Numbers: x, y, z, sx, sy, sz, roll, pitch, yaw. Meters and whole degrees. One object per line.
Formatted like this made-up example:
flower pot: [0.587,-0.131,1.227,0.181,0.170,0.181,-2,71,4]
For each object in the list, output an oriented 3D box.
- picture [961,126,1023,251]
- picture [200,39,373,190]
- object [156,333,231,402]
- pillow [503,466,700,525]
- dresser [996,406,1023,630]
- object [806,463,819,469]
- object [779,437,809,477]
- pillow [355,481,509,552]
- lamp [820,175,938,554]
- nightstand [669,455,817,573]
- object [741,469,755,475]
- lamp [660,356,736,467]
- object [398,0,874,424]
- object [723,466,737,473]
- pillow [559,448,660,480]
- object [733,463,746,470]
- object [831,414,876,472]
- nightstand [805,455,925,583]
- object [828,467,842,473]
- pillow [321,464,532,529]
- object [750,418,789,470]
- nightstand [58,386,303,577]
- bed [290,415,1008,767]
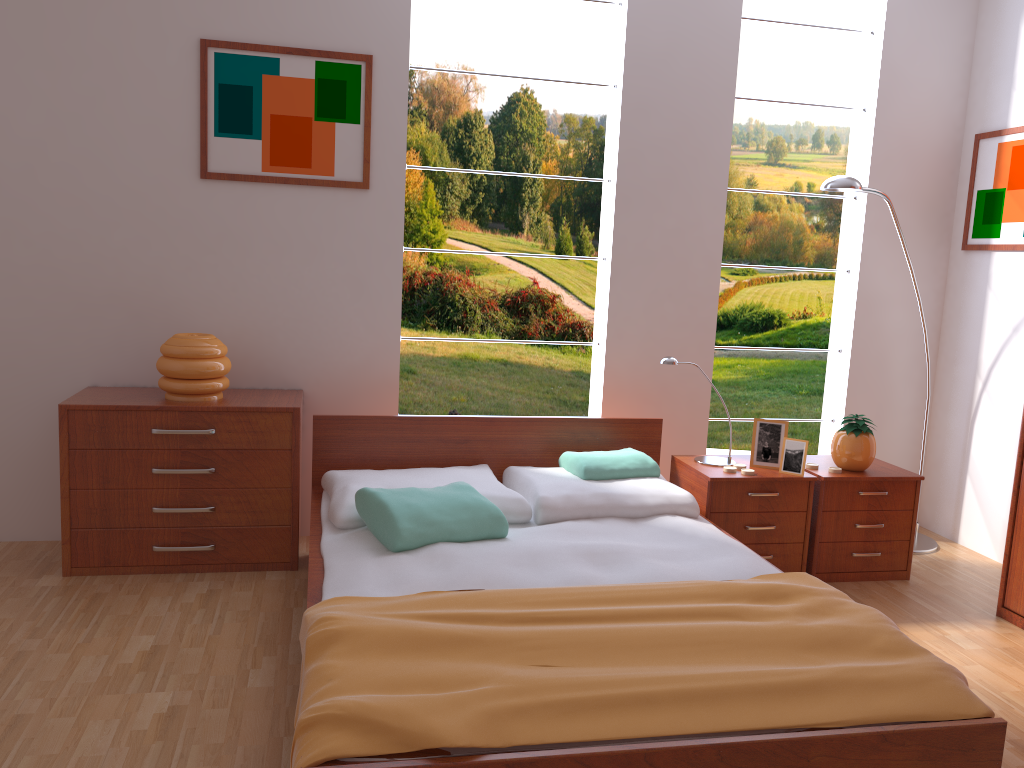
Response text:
picture: [2.149,-0.819,3.714,0.030,0.517,0.645,1,8,-12]
picture: [-0.876,-1.043,3.461,0.645,0.517,0.030,1,8,-12]
object: [-1.188,-0.065,3.315,0.264,0.244,0.264,3,8,4]
pillow: [0.327,0.417,3.362,0.630,0.182,0.574,1,8,-14]
dresser: [2.229,0.015,2.152,0.487,2.004,2.017,1,8,-12]
object: [1.195,0.328,3.532,0.049,0.018,0.049,-1,9,-26]
object: [1.078,0.279,3.394,0.094,0.137,0.027,8,10,32]
pillow: [-0.259,0.419,2.856,0.425,0.164,0.334,-3,10,-36]
lamp: [1.618,-0.054,3.823,0.799,1.603,0.387,-4,10,-39]
nightstand: [0.898,0.541,3.537,0.439,0.442,0.377,1,8,-12]
object: [0.897,0.336,3.373,0.049,0.018,0.049,-1,9,-26]
lamp: [0.742,0.106,3.482,0.337,0.421,0.163,-1,9,-24]
object: [0.608,-0.722,3.918,2.205,1.815,0.033,1,8,-12]
object: [0.836,0.329,3.400,0.049,0.018,0.049,-1,9,-26]
pillow: [0.372,0.319,3.432,0.322,0.116,0.276,1,8,-15]
object: [0.887,0.324,3.455,0.049,0.018,0.049,-1,9,-26]
object: [1.363,0.232,3.534,0.169,0.223,0.170,-2,10,-33]
nightstand: [1.352,0.550,3.637,0.439,0.442,0.377,1,8,-12]
object: [1.268,0.339,3.480,0.049,0.018,0.049,-1,9,-26]
pillow: [-0.335,0.408,3.197,0.682,0.157,0.574,0,9,-18]
object: [1.010,0.236,3.482,0.131,0.191,0.037,5,9,17]
nightstand: [-1.223,0.358,3.375,0.815,0.626,0.428,1,8,-12]
bed: [0.194,0.556,2.664,1.632,0.560,1.990,1,8,-12]
